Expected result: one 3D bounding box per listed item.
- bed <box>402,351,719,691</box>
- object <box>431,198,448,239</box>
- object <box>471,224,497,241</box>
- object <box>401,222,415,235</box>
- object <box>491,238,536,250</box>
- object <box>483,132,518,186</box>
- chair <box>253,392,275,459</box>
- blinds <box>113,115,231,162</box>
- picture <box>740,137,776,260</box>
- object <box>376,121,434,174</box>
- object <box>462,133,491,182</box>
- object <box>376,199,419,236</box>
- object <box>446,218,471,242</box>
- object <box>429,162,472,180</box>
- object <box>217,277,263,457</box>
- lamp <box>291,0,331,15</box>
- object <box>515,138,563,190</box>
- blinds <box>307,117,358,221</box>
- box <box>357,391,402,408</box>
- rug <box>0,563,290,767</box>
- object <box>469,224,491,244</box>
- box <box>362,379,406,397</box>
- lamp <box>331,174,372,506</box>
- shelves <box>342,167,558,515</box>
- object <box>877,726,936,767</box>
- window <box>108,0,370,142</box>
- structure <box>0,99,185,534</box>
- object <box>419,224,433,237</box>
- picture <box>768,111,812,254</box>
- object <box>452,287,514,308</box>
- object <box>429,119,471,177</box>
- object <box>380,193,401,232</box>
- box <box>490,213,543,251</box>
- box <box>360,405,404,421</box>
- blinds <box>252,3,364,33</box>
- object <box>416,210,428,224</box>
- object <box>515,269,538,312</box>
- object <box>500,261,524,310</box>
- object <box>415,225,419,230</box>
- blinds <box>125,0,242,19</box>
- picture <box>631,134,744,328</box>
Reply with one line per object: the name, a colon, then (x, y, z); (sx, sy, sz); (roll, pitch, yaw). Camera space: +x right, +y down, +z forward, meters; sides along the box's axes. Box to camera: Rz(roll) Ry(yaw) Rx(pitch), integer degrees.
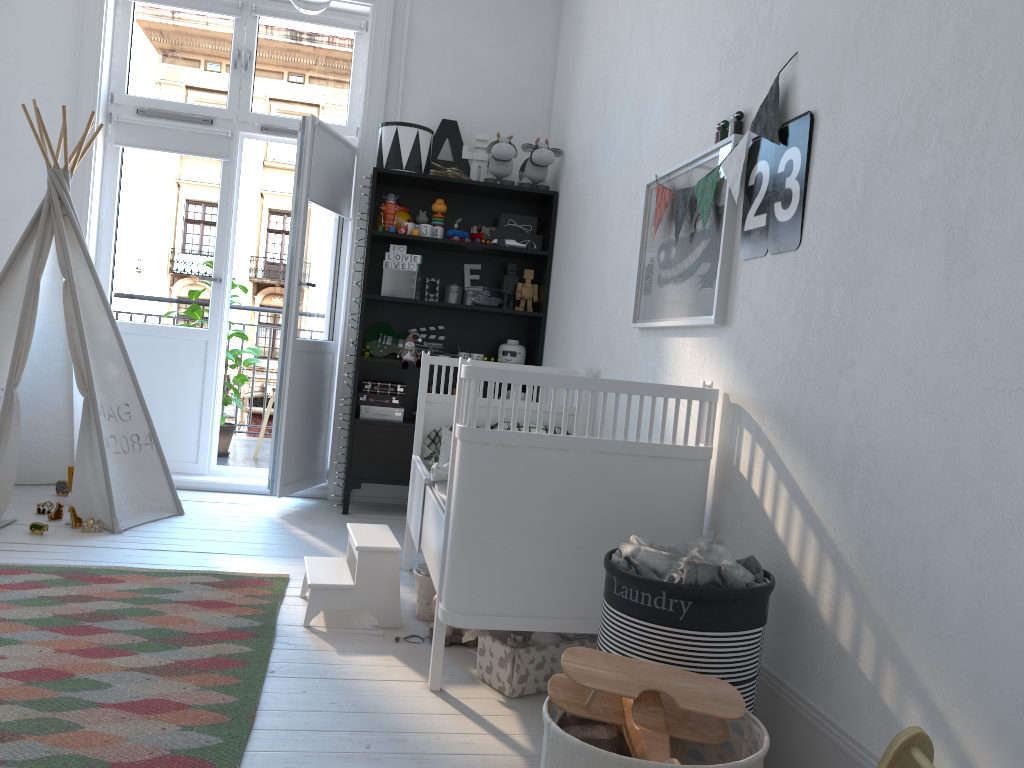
bed: (0.052, 0.348, 2.833); (0.670, 0.833, 1.403); (5, 2, -11)
object: (-0.367, -0.819, 4.418); (0.077, 0.213, 0.077); (7, 2, 23)
object: (-0.047, -0.758, 4.681); (0.347, 0.132, 0.037); (5, 2, -11)
object: (-0.514, -0.759, 4.371); (0.067, 0.067, 0.067); (5, 2, -10)
object: (0.008, -0.700, 4.445); (0.230, 0.048, 0.098); (5, 2, -21)
object: (-0.056, -1.106, 4.447); (0.154, 0.253, 0.370); (5, 2, -2)
chair: (-1.344, 0.146, 5.754); (0.436, 0.716, 0.498); (7, 3, 34)
blinds: (-1.735, -1.256, 4.535); (0.565, 0.158, 0.032); (5, 2, -11)
picture: (0.602, -0.458, 2.167); (0.010, 0.302, 0.151); (5, 2, -11)
object: (-0.517, -1.160, 4.483); (0.272, 0.259, 0.395); (6, 2, 18)
object: (-0.166, -1.145, 4.592); (0.190, 0.291, 0.065); (5, 2, -6)
object: (-0.573, -0.831, 4.428); (0.197, 0.197, 0.318); (5, 2, -14)
object: (-0.265, -0.765, 4.440); (0.121, 0.126, 0.087); (4, 3, -33)
object: (-0.317, -1.058, 4.415); (0.121, 0.100, 0.338); (7, 2, 24)
object: (-1.911, -0.165, 5.660); (0.720, 1.225, 0.489); (6, 2, 0)
lamp: (-0.650, -1.447, 2.010); (0.074, 1.530, 1.380); (4, 3, -36)
object: (0.092, -1.093, 4.479); (0.211, 0.253, 0.386); (4, 2, -27)
blinds: (-0.882, -1.052, 4.414); (0.032, 0.390, 0.565); (6, 2, 9)
box: (-0.674, 0.079, 4.482); (0.216, 0.062, 0.179); (5, 2, -11)
rug: (-1.240, 0.661, 1.995); (1.320, 0.016, 2.028); (5, 2, -10)
object: (-0.165, -0.758, 4.501); (0.087, 0.112, 0.121); (4, 3, -40)
box: (-0.649, 0.019, 4.485); (0.216, 0.062, 0.179); (5, 2, -11)
lamp: (-0.363, -0.178, 4.569); (0.985, 1.685, 0.095); (5, 2, -13)
shelves: (-0.327, -0.169, 4.511); (0.911, 1.678, 0.353); (5, 2, -11)
object: (0.479, 0.656, 0.991); (0.163, 0.424, 0.335); (6, 2, 4)
window: (-1.396, -1.672, 4.592); (1.263, 0.660, 0.101); (5, 2, -11)
structure: (-1.968, -0.334, 3.775); (1.143, 1.750, 1.142); (4, 3, -35)
object: (-0.426, -0.750, 4.372); (0.067, 0.067, 0.067); (5, 2, -10)
picture: (0.629, -0.452, 2.016); (0.013, 0.305, 0.152); (5, 2, -11)
object: (-0.136, -0.438, 4.511); (0.368, 0.106, 0.349); (5, 2, -9)
object: (-0.339, -1.189, 4.590); (0.343, 0.344, 0.057); (5, 2, -11)
object: (-0.593, -0.835, 4.352); (0.105, 0.203, 0.072); (5, 2, -3)
box: (0.025, -0.775, 4.586); (0.251, 0.189, 0.179); (5, 2, -11)
box: (-0.661, 0.141, 4.488); (0.216, 0.062, 0.179); (5, 2, -11)
blinds: (-1.058, -1.904, 4.620); (0.565, 0.060, 0.032); (5, 2, -11)
object: (-0.461, -0.805, 4.527); (0.063, 0.160, 0.063); (4, 3, -32)
object: (0.078, -0.476, 4.536); (0.114, 0.221, 0.052); (5, 2, -11)
object: (-0.006, -0.505, 4.583); (0.117, 0.259, 0.081); (5, 2, -11)
object: (-0.469, -0.756, 4.424); (0.067, 0.067, 0.067); (4, 3, -36)
blinds: (-1.667, -1.946, 4.506); (0.565, 0.087, 0.032); (5, 2, -11)
picture: (0.501, -0.416, 2.642); (0.030, 0.493, 0.703); (5, 2, -11)
